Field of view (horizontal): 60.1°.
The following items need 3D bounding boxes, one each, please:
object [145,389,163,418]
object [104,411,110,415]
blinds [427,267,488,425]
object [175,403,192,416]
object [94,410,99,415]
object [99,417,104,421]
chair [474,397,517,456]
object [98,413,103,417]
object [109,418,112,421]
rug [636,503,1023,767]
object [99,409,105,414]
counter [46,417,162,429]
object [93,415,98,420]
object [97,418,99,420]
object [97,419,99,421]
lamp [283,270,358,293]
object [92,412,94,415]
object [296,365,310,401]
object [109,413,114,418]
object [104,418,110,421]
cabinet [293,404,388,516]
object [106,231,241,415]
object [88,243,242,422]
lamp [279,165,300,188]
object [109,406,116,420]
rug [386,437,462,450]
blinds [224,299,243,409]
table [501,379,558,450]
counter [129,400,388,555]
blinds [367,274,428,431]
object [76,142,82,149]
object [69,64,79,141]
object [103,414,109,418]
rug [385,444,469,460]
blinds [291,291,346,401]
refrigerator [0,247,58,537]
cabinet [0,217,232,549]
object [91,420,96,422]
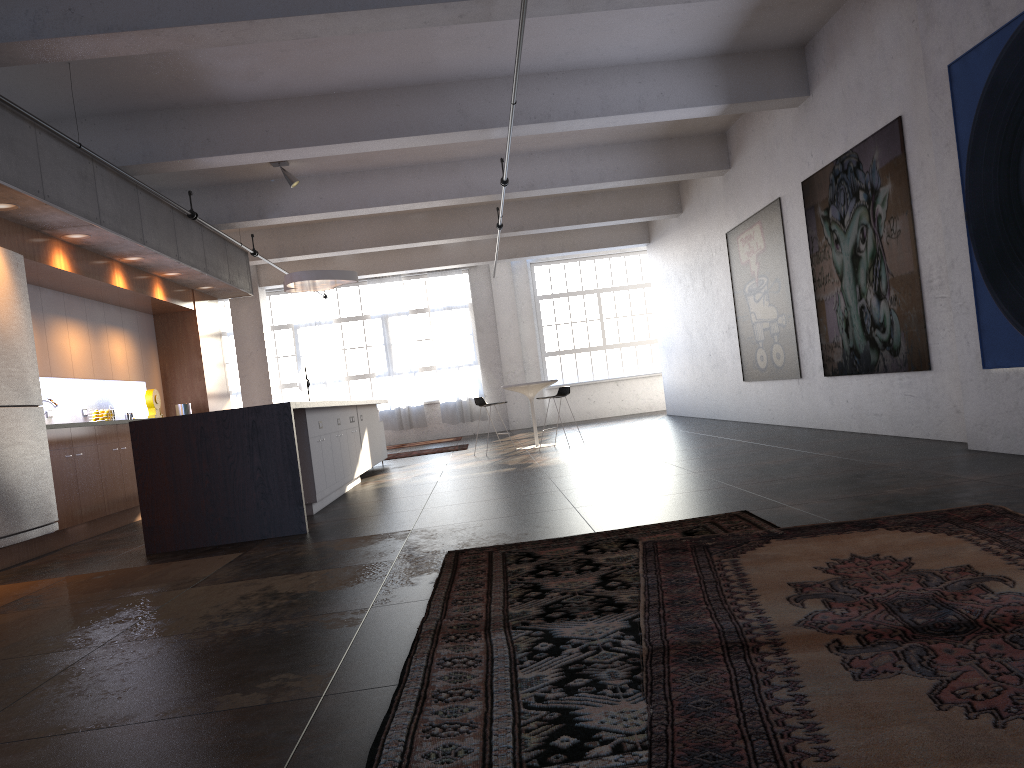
[{"bbox_3d":[-4.361,0.251,10.795,0.100,0.381,0.273,-7,0,-2],"label":"object"},{"bbox_3d":[-3.862,-0.852,6.128,0.054,2.169,6.816,-7,0,-10],"label":"object"},{"bbox_3d":[-1.289,-0.967,20.044,1.033,3.752,0.340,-7,1,-6],"label":"blinds"},{"bbox_3d":[-4.238,0.343,11.440,0.194,0.170,0.187,-7,0,-44],"label":"object"},{"bbox_3d":[-4.417,0.302,9.413,0.058,0.060,0.051,-7,0,31],"label":"object"},{"bbox_3d":[-4.363,0.374,9.417,0.052,0.053,0.061,-7,0,-21],"label":"object"},{"bbox_3d":[-0.281,0.617,12.654,0.513,0.896,0.456,-7,1,-26],"label":"chair"},{"bbox_3d":[-3.914,-0.837,6.733,0.057,2.190,5.585,-7,0,-13],"label":"object"},{"bbox_3d":[-4.322,0.391,9.495,0.062,0.053,0.053,-7,0,-16],"label":"object"},{"bbox_3d":[1.213,0.681,2.533,1.868,0.048,3.537,-7,-1,7],"label":"rug"},{"bbox_3d":[-3.842,-0.887,4.627,0.059,2.165,9.841,-7,-1,-8],"label":"object"},{"bbox_3d":[-4.727,0.488,9.447,1.611,0.039,4.449,-7,-1,-2],"label":"counter"},{"bbox_3d":[-4.431,0.354,9.416,0.053,0.054,0.061,-7,0,-12],"label":"object"},{"bbox_3d":[-4.427,0.365,9.478,0.061,0.053,0.052,-7,0,40],"label":"object"},{"bbox_3d":[-4.396,0.402,9.438,0.051,0.055,0.060,-7,0,-12],"label":"object"},{"bbox_3d":[-2.791,-1.429,12.365,1.058,0.130,1.027,-8,-1,43],"label":"lamp"},{"bbox_3d":[-4.457,0.322,9.463,0.062,0.053,0.052,-7,0,45],"label":"object"},{"bbox_3d":[-4.167,0.585,17.826,1.183,1.920,1.053,-7,1,-3],"label":"object"},{"bbox_3d":[-5.665,-0.646,3.735,0.061,2.210,11.896,-7,-1,12],"label":"object"},{"bbox_3d":[-4.042,-0.768,10.801,0.057,2.310,2.947,-7,0,17],"label":"object"},{"bbox_3d":[-2.229,0.768,10.301,0.924,0.930,5.634,-7,-1,-2],"label":"cabinet"},{"bbox_3d":[-4.331,0.299,9.520,0.057,0.060,0.053,-7,0,20],"label":"object"},{"bbox_3d":[-5.667,0.955,3.087,0.944,1.215,13.251,-7,-1,9],"label":"object"},{"bbox_3d":[-2.707,-2.536,10.781,0.224,0.287,0.130,-7,1,-20],"label":"lamp"},{"bbox_3d":[-4.591,0.353,10.148,0.060,0.210,0.144,-7,0,-2],"label":"object"},{"bbox_3d":[-2.625,1.359,18.930,3.139,0.009,1.809,-7,-1,-4],"label":"rug"},{"bbox_3d":[-5.824,-0.389,19.728,1.029,3.715,0.313,-7,1,-5],"label":"blinds"},{"bbox_3d":[0.316,0.456,13.021,0.830,0.952,0.827,-7,0,-3],"label":"table"},{"bbox_3d":[-2.223,0.731,9.689,1.144,0.971,6.639,-7,-1,-2],"label":"counter"},{"bbox_3d":[-2.647,-0.793,19.934,1.040,3.699,0.337,-7,1,-7],"label":"blinds"},{"bbox_3d":[-4.391,0.348,9.537,0.052,0.053,0.062,-7,0,4],"label":"object"},{"bbox_3d":[-4.354,0.339,9.496,0.050,0.053,0.065,-7,0,35],"label":"object"},{"bbox_3d":[-3.941,-0.816,8.376,0.054,2.229,2.374,-8,0,-27],"label":"object"},{"bbox_3d":[-2.194,1.255,15.266,2.892,0.029,1.849,-7,-1,-4],"label":"rug"},{"bbox_3d":[-4.332,-0.573,19.813,1.035,3.676,0.359,-7,1,-5],"label":"blinds"},{"bbox_3d":[-3.921,0.037,6.781,0.220,2.192,0.952,-7,1,-5],"label":"refrigerator"},{"bbox_3d":[-5.131,0.109,8.669,2.385,2.563,8.086,-7,0,-2],"label":"cabinet"},{"bbox_3d":[-5.545,1.001,3.144,0.054,1.095,12.823,-7,-1,10],"label":"object"}]
